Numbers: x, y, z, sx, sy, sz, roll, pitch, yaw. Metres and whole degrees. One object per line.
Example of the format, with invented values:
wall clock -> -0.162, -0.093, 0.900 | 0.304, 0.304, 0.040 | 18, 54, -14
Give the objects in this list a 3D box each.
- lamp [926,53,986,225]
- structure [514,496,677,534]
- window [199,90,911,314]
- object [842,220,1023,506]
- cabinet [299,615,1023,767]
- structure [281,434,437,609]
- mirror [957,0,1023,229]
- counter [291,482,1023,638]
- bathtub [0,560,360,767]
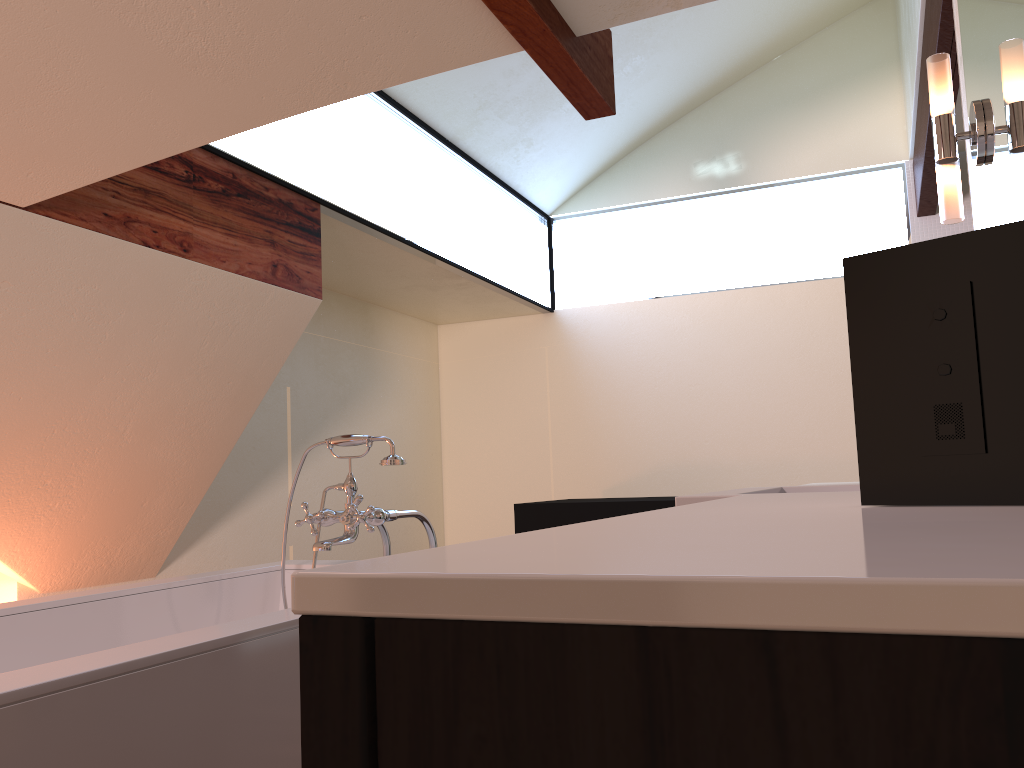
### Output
lamp -> 0.859, -0.530, 1.711 | 0.083, 0.364, 0.132 | -4, -5, 23
structure -> 0.580, 1.072, 4.427 | 0.870, 0.858, 0.803 | -5, -6, 23
window -> 0.494, -1.072, 3.550 | 2.109, 0.674, 3.528 | -5, -8, 23
object -> 0.279, -0.007, 0.547 | 0.067, 0.177, 0.116 | 3, -7, -44
cabinet -> 0.476, 0.606, 0.990 | 0.386, 0.919, 1.861 | -4, -7, 23
structure -> -0.357, 0.718, 2.441 | 0.385, 1.116, 0.554 | -6, -6, 37
mirror -> 0.346, -0.856, 0.411 | 0.011, 1.837, 3.243 | -4, -7, 23
counter -> 0.438, 0.285, 1.028 | 0.443, 0.295, 1.861 | -5, -7, 23
bathtub -> -0.745, 0.810, 1.559 | 0.799, 0.691, 2.222 | -5, -7, 23
